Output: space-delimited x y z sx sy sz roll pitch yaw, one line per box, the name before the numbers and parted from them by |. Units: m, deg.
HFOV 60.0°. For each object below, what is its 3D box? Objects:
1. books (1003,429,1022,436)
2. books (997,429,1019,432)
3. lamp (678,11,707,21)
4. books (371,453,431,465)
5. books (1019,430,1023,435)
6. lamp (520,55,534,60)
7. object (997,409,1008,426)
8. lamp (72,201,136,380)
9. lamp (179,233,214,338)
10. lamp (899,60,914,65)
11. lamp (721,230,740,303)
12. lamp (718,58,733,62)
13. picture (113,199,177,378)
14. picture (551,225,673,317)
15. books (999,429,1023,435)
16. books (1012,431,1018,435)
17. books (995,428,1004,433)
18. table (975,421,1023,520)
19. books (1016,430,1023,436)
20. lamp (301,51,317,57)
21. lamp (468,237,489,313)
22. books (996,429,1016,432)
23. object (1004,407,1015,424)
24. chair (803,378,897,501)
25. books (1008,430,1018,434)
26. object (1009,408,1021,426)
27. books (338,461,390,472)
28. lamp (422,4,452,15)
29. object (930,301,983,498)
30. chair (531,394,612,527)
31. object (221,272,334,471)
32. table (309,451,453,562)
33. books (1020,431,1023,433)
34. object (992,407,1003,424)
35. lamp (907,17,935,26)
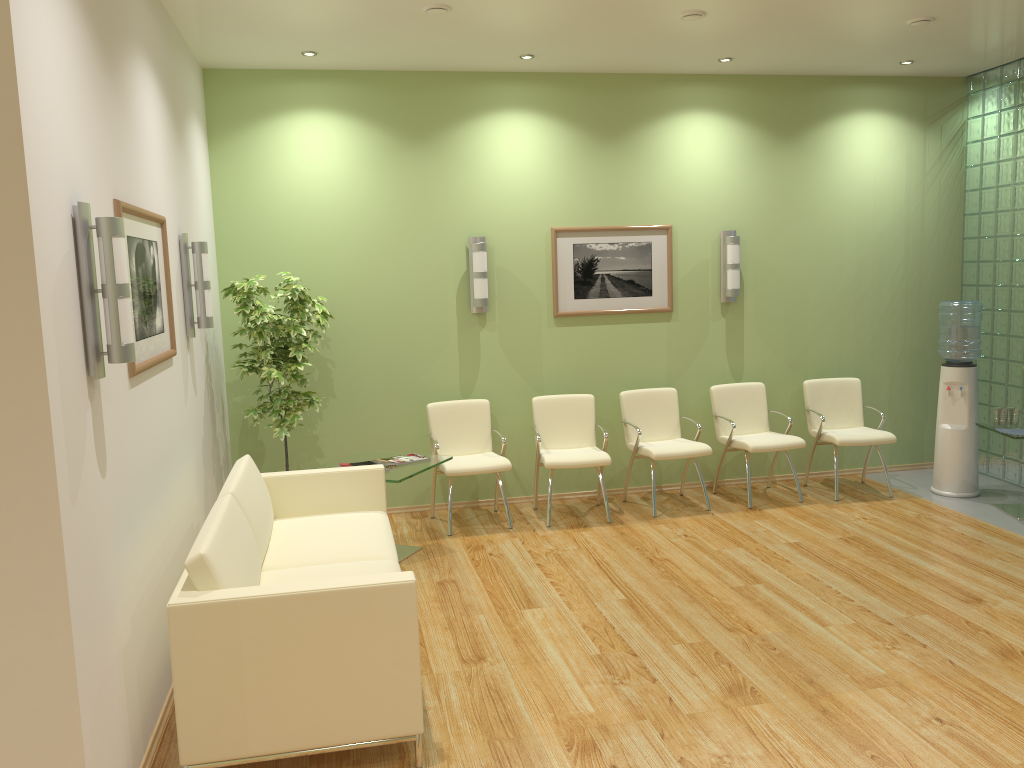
books | 3.563 0.338 6.205 0.210 0.004 0.150 -5 8 -26
books | 3.553 0.334 6.240 0.210 0.004 0.150 -3 7 -6
lamp | 1.091 -2.218 5.362 0.167 0.024 0.167 4 9 39
books | -0.744 0.501 5.938 0.328 0.031 0.230 -7 9 -36
books | 3.615 0.342 6.155 0.150 0.004 0.210 1 8 24
lamp | 0.106 -2.306 6.258 0.105 0.011 0.105 -6 8 -30
object | 3.584 0.244 6.480 0.071 0.119 0.072 -3 7 -11
lamp | -1.356 -0.311 2.966 0.142 0.580 0.134 -3 7 -11
lamp | -1.768 -0.553 4.978 0.142 0.580 0.134 -3 7 -11
lamp | 3.044 -2.477 6.838 0.105 0.011 0.105 -6 8 -30
lamp | 1.776 -0.952 7.187 0.134 0.580 0.142 -3 7 -11
lamp | 1.575 -2.391 6.548 0.105 0.011 0.105 -6 8 -30
picture | -1.620 -0.429 3.965 0.025 0.700 1.000 -3 7 -11
picture | 0.808 -0.903 7.055 1.000 0.700 0.025 -3 7 -11
books | 3.556 0.336 6.222 0.210 0.004 0.150 -4 8 -16
books | 3.585 0.341 6.176 0.150 0.004 0.210 5 10 43
books | 3.555 0.329 6.276 0.210 0.004 0.150 0 7 14
table | 3.749 0.622 6.376 0.581 0.614 0.581 -2 7 3
books | 3.599 0.342 6.164 0.150 0.004 0.210 3 9 33
lamp | -1.364 -2.220 5.968 0.105 0.011 0.105 0 7 15
lamp | -0.249 -0.834 6.787 0.134 0.580 0.142 -3 7 -11
books | 3.552 0.332 6.258 0.210 0.004 0.150 -1 7 4
object | 3.675 0.232 6.552 0.071 0.119 0.072 -3 7 -11
chair | 2.698 0.425 7.137 0.536 0.881 0.650 -3 7 -6
books | 3.573 0.340 6.189 0.210 0.004 0.150 -7 9 -36
object | 3.668 0.242 6.473 0.071 0.119 0.072 -3 7 -11
books | -0.959 0.536 5.721 0.230 0.031 0.328 -6 8 -31
lamp | -0.428 -2.129 5.062 0.167 0.024 0.167 4 9 39
object | 3.479 0.112 6.918 0.353 1.506 0.353 -2 7 -4
chair | 0.444 0.556 6.695 0.536 0.881 0.650 -3 7 -6
object | -1.559 0.184 6.108 0.668 1.900 0.943 -2 7 -3
table | -0.871 0.836 5.900 0.736 0.614 0.736 1 8 24
books | 3.632 0.342 6.150 0.150 0.004 0.210 0 7 14
object | 3.591 0.234 6.563 0.071 0.119 0.072 -3 7 -11
lamp | 2.611 -2.307 5.662 0.167 0.024 0.167 -6 8 -28
